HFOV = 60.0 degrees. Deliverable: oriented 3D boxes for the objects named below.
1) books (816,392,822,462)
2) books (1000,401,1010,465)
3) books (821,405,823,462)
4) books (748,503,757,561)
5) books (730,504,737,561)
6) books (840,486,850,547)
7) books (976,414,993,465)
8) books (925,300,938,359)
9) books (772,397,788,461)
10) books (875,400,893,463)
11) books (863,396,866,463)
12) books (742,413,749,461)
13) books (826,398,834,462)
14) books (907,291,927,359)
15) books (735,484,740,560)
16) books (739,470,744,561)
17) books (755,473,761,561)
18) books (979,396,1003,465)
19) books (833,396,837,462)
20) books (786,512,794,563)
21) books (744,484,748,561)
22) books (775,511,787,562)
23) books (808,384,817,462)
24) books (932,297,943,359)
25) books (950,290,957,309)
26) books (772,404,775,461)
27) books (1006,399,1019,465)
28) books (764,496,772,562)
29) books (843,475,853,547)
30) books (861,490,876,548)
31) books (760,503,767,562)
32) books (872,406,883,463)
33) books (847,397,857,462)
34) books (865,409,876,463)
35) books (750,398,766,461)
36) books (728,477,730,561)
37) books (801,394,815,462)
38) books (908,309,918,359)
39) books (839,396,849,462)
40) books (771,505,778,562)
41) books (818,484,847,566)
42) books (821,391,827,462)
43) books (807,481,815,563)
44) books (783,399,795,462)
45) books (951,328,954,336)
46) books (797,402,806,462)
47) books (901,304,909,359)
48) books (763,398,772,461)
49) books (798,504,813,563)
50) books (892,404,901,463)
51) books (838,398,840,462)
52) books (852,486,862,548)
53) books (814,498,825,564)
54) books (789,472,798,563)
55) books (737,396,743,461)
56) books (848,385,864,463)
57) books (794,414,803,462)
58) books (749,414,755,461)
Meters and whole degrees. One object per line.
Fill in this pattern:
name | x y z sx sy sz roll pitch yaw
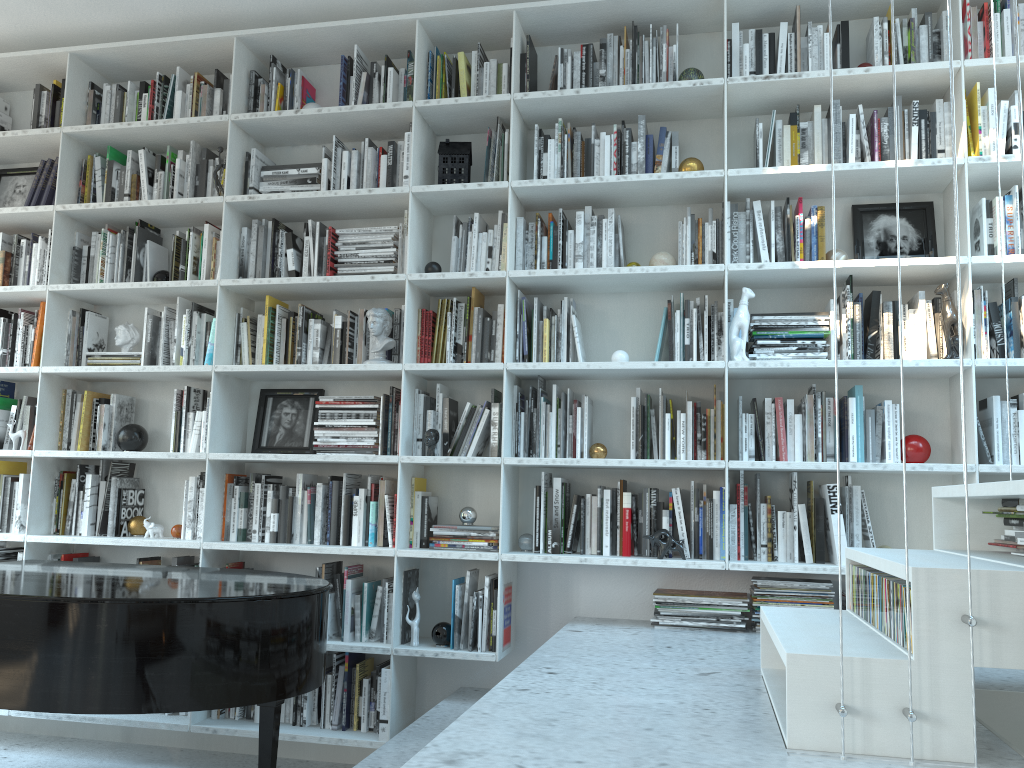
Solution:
books | 1.154 0.173 3.363 0.012 0.262 0.186 0 -7 12
books | 1.781 0.187 3.243 0.037 0.235 0.153 0 -7 12
books | 1.169 0.197 3.377 0.011 0.219 0.150 0 -7 12
books | 0.920 0.566 3.404 0.033 0.213 0.140 0 -7 12
books | 0.844 0.565 3.390 0.027 0.208 0.164 0 -7 12
books | 1.249 0.529 3.329 0.012 0.284 0.159 0 -7 12
books | 1.700 0.169 3.270 0.085 0.278 0.159 0 -7 12
books | 1.553 -0.179 3.329 0.041 0.239 0.177 0 -7 12
books | 1.024 0.183 3.395 0.045 0.246 0.186 0 -7 12
books | 1.396 0.188 3.327 0.025 0.235 0.181 0 -7 12
books | 1.316 0.181 3.351 0.010 0.251 0.153 0 -7 12
books | 0.901 0.214 3.431 0.023 0.186 0.159 0 -7 12
books | 1.200 0.184 3.376 0.026 0.246 0.166 0 -7 12
books | 1.523 -0.195 3.335 0.021 0.270 0.192 0 -7 12
books | 0.868 0.529 3.410 0.012 0.286 0.158 0 -7 12
books | 0.881 0.503 3.406 0.014 0.337 0.132 0 -7 12
books | 0.943 0.510 3.405 0.013 0.326 0.131 0 -7 12
books | 1.750 0.178 3.243 0.024 0.251 0.175 0 -7 12
books | 1.215 0.180 3.352 0.014 0.249 0.177 0 -7 12
books | 1.047 0.578 3.357 0.024 0.185 0.149 0 -7 12
books | 0.895 0.528 3.403 0.015 0.286 0.138 0 -7 12
books | 1.022 0.577 3.370 0.030 0.187 0.140 0 -7 12
books | 1.147 0.157 3.384 0.013 0.299 0.147 0 -7 12
books | 1.588 -0.185 3.337 0.024 0.254 0.145 0 -7 12
books | 1.666 -0.198 3.337 0.029 0.283 0.139 0 -7 12
books | 0.999 0.195 3.405 0.011 0.222 0.163 0 -7 12
books | 1.810 0.184 3.238 0.022 0.242 0.151 0 -7 12
books | 0.973 0.548 3.372 0.015 0.243 0.157 0 -7 12
books | 1.263 0.509 3.334 0.012 0.325 0.136 0 -7 12
books | 1.320 0.533 3.306 0.062 0.273 0.148 0 -7 12
books | 0.957 0.564 3.384 0.023 0.214 0.163 0 -7 12
books | 1.368 0.198 3.341 0.037 0.218 0.139 0 -7 12
books | 1.270 0.183 3.341 0.023 0.243 0.190 0 -7 12
books | 1.332 0.205 3.332 0.030 0.200 0.189 0 -7 12
books | 0.948 0.185 3.419 0.047 0.243 0.177 0 -7 12
books | 0.827 0.513 3.397 0.010 0.311 0.170 0 -7 12
books | 1.121 0.177 3.365 0.028 0.254 0.191 0 -7 12
books | 1.505 -0.163 3.360 0.025 0.213 0.155 0 -7 12
books | 1.258 0.181 3.369 0.012 0.253 0.161 0 -7 12
books | 0.995 0.566 3.377 0.025 0.210 0.137 0 -7 12
books | 1.192 0.519 3.289 0.075 0.291 0.255 0 -7 12
books | 1.181 0.171 3.378 0.011 0.271 0.152 0 -7 12
books | 1.133 0.521 3.365 0.010 0.304 0.131 0 -7 12
books | 1.062 0.188 3.403 0.026 0.239 0.177 0 -7 12
books | 1.631 -0.150 3.310 0.027 0.178 0.166 0 -7 12
books | 1.106 0.192 3.390 0.012 0.229 0.179 0 -7 12
books | 1.480 -0.173 3.374 0.028 0.235 0.129 0 -7 12
books | 0.985 0.185 3.422 0.024 0.246 0.143 0 -7 12
books | 1.097 0.561 3.345 0.052 0.217 0.184 0 -7 12
books | 1.422 0.194 3.322 0.027 0.223 0.170 0 -7 12
books | 1.241 0.185 3.400 0.017 0.254 0.079 0 -7 12
books | 1.276 0.525 3.306 0.025 0.287 0.160 0 -7 12
books | 1.149 0.550 3.339 0.031 0.239 0.172 0 -7 12
books | 1.067 0.504 3.359 0.014 0.333 0.169 0 -7 12
books | 0.887 0.182 3.449 0.012 0.253 0.161 0 -7 12
books | 1.295 0.160 3.342 0.026 0.290 0.181 0 -7 12
books | 1.084 0.215 3.382 0.027 0.181 0.186 0 -7 12
books | 0.922 0.215 3.424 0.022 0.183 0.163 0 -7 12
